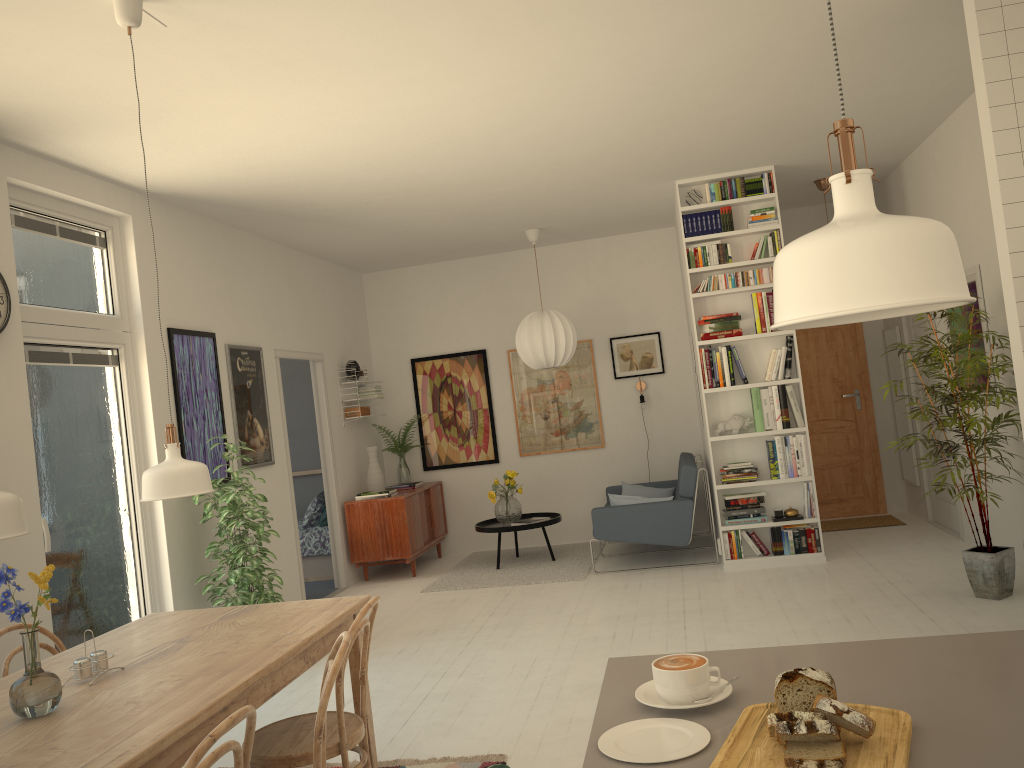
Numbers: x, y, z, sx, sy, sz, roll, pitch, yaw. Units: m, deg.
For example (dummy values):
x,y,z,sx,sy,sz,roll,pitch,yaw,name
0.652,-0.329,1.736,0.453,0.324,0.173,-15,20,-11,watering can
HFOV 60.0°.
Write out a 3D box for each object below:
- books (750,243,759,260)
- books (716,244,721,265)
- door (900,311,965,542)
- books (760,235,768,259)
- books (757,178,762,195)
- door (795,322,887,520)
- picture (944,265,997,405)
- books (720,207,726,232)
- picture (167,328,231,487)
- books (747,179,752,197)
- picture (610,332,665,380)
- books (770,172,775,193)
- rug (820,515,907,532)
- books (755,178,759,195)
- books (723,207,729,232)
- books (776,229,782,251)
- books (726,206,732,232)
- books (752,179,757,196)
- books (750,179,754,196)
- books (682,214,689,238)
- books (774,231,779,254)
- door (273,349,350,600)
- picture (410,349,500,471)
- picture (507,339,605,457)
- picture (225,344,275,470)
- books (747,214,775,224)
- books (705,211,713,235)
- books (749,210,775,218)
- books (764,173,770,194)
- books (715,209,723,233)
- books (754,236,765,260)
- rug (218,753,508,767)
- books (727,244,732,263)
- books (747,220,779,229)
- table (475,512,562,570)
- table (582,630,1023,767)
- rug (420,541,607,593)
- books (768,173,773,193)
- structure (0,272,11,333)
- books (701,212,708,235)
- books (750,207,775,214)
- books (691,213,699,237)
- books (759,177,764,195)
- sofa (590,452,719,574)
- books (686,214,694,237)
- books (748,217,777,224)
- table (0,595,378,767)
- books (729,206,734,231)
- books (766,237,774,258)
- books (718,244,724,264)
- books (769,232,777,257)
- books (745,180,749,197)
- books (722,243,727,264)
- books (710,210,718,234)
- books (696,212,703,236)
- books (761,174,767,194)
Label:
x,y,z,sx,sy,sz,roll,pitch,yaw,name
1.805,-0.974,6.621,0.073,0.129,0.200,-7,-2,10,books
1.540,-0.955,6.629,0.013,0.159,0.176,-7,-2,10,books
3.342,0.142,6.999,0.166,2.033,0.955,-7,-2,10,door
1.864,-1.003,6.585,0.065,0.168,0.228,-7,-2,10,books
1.824,-1.447,6.566,0.017,0.130,0.150,-7,-2,10,books
2.861,0.230,8.255,0.931,2.033,0.159,-7,-2,10,door
3.019,-0.304,5.894,0.012,0.877,0.822,-7,-2,10,picture
1.577,-1.210,6.653,0.020,0.191,0.205,-7,-2,10,books
-1.972,0.156,5.618,0.018,0.999,0.546,-7,-2,10,picture
1.756,-1.438,6.578,0.017,0.130,0.150,-7,-2,10,books
1.201,-0.271,8.515,0.481,0.402,0.015,-7,-2,10,picture
1.927,-1.470,6.604,0.014,0.154,0.260,-7,-2,10,books
2.897,1.238,7.784,0.941,0.002,0.553,-7,-1,10,rug
1.807,-1.445,6.569,0.017,0.130,0.150,-7,-2,10,books
1.597,-1.213,6.647,0.020,0.191,0.205,-7,-2,10,books
1.969,-1.030,6.564,0.022,0.199,0.212,-7,-2,10,books
1.615,-1.215,6.635,0.020,0.191,0.205,-7,-2,10,books
1.790,-1.442,6.572,0.017,0.130,0.150,-7,-2,10,books
1.773,-1.440,6.575,0.017,0.130,0.150,-7,-2,10,books
1.307,-1.172,6.691,0.034,0.179,0.188,-7,-2,10,books
1.951,-1.023,6.569,0.014,0.188,0.218,-7,-2,10,books
-2.040,0.796,7.300,0.882,2.033,0.955,-7,-2,10,door
-0.571,0.265,8.831,0.778,1.134,0.018,-7,-2,10,picture
0.425,0.141,8.654,0.838,1.053,0.012,-7,-2,10,picture
-1.850,0.160,6.290,0.020,0.869,0.525,-7,-2,10,picture
1.840,-1.219,6.592,0.173,0.030,0.199,-7,-1,0,books
1.478,-1.193,6.660,0.034,0.179,0.188,-7,-2,10,books
1.850,-1.245,6.569,0.179,0.016,0.208,-7,-1,15,books
1.887,-1.466,6.593,0.020,0.156,0.229,-7,-2,10,books
1.547,-1.201,6.648,0.034,0.179,0.188,-7,-2,10,books
1.834,-0.996,6.604,0.092,0.165,0.222,-7,-2,10,books
-1.127,1.574,2.231,1.748,0.035,3.025,-7,-1,10,rug
1.621,-0.957,6.620,0.020,0.145,0.189,-7,-2,10,books
1.857,-1.168,6.592,0.214,0.038,0.222,-7,-1,10,books
0.077,1.378,7.755,0.760,0.386,0.761,-8,-2,26,table
0.504,0.926,0.988,0.794,0.864,1.424,-7,-2,10,table
0.085,1.569,7.709,1.304,0.012,1.661,-7,-1,12,rug
1.907,-1.466,6.586,0.021,0.151,0.228,-7,-2,10,books
-2.334,-0.376,3.856,0.074,0.371,0.371,-7,-2,10,structure
1.444,-1.189,6.666,0.034,0.179,0.188,-7,-2,10,books
1.858,-1.270,6.584,0.169,0.032,0.188,-7,-1,15,books
1.376,-1.180,6.679,0.034,0.179,0.188,-7,-2,10,books
1.841,-1.449,6.563,0.017,0.130,0.150,-7,-2,10,books
1.189,1.049,7.552,0.964,0.773,1.603,-7,-1,10,sofa
1.342,-1.176,6.685,0.034,0.179,0.188,-7,-2,10,books
1.855,-1.196,6.591,0.200,0.018,0.208,-7,-1,10,books
-1.072,1.199,2.451,0.894,0.749,1.797,-7,-1,10,table
1.637,-1.218,6.643,0.020,0.191,0.205,-7,-2,10,books
1.907,-0.999,6.573,0.030,0.153,0.199,-7,-2,10,books
1.562,-0.955,6.645,0.024,0.155,0.206,-7,-2,10,books
1.935,-1.020,6.586,0.022,0.187,0.186,-7,-2,10,books
1.738,-1.436,6.581,0.017,0.130,0.150,-7,-2,10,books
1.579,-0.957,6.609,0.023,0.153,0.176,-7,-2,10,books
1.513,-1.197,6.654,0.034,0.179,0.188,-7,-2,10,books
1.410,-1.184,6.673,0.034,0.179,0.188,-7,-2,10,books
1.860,-1.462,6.559,0.019,0.157,0.150,-7,-2,10,books
